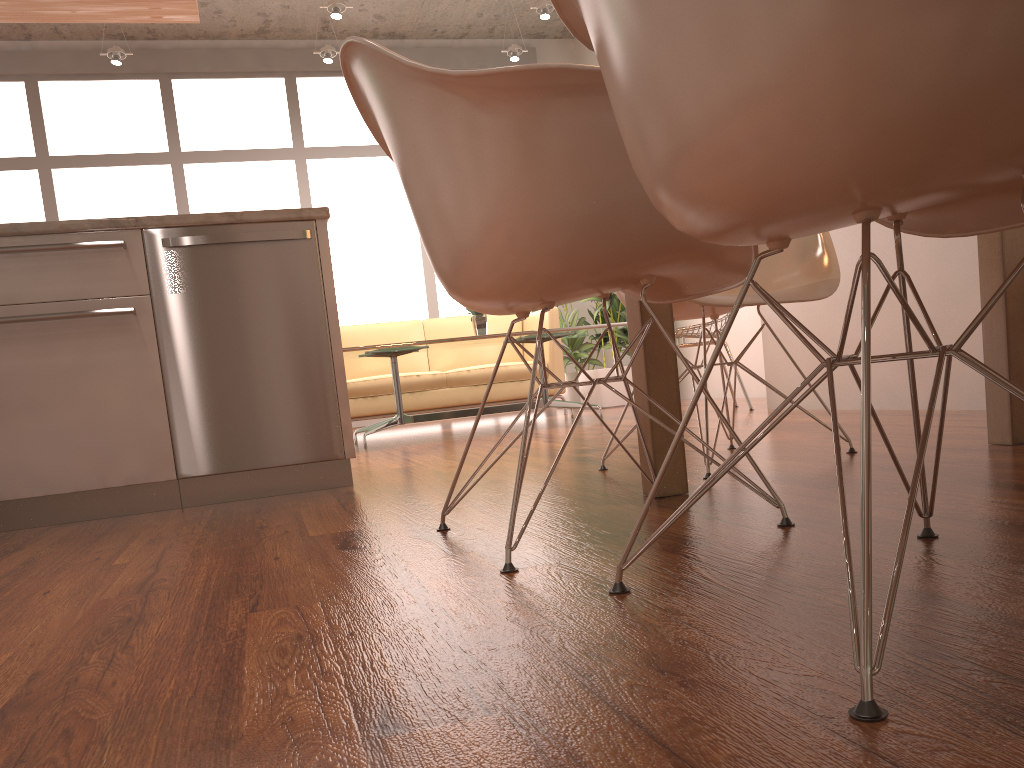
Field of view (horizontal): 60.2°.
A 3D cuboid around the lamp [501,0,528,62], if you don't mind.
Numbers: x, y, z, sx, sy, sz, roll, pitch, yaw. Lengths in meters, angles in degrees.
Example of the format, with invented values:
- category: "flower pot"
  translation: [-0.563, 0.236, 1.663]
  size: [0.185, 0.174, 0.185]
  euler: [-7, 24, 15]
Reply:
- category: "lamp"
  translation: [0.004, -2.926, 7.298]
  size: [0.134, 0.487, 0.196]
  euler: [-1, 7, 42]

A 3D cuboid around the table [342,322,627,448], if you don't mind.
- category: "table"
  translation: [-0.235, 0.014, 5.451]
  size: [1.862, 0.564, 0.939]
  euler: [-6, 2, -15]

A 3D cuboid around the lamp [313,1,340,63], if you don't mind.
- category: "lamp"
  translation: [-1.461, -2.768, 6.908]
  size: [0.134, 0.487, 0.196]
  euler: [-1, 7, 42]

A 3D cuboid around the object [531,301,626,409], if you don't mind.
- category: "object"
  translation: [0.563, -0.854, 7.694]
  size: [1.081, 2.123, 0.958]
  euler: [-6, 5, 3]

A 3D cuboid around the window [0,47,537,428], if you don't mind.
- category: "window"
  translation: [-3.712, -1.017, 7.220]
  size: [8.520, 3.309, 0.062]
  euler: [-6, 5, -15]

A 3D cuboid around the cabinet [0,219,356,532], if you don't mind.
- category: "cabinet"
  translation: [-1.164, -0.742, 1.223]
  size: [1.905, 2.292, 4.240]
  euler: [-7, 2, -16]

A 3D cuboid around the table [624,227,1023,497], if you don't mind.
- category: "table"
  translation: [1.024, -0.235, 1.085]
  size: [1.021, 0.815, 2.071]
  euler: [-7, 1, -16]

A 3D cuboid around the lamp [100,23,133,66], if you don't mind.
- category: "lamp"
  translation: [-2.944, -2.609, 6.514]
  size: [0.134, 0.487, 0.196]
  euler: [-1, 7, 42]

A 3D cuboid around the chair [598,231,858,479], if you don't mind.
- category: "chair"
  translation: [0.529, -0.210, 2.481]
  size: [0.678, 0.868, 0.644]
  euler: [-8, 4, -30]

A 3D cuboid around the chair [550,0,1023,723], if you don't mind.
- category: "chair"
  translation: [0.346, -0.186, 0.928]
  size: [0.638, 0.868, 0.684]
  euler: [-7, 4, -21]

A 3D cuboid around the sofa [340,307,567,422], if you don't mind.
- category: "sofa"
  translation: [-0.587, -0.092, 6.672]
  size: [1.793, 0.844, 0.877]
  euler: [-6, 3, -15]

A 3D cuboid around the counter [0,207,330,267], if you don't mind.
- category: "counter"
  translation: [-0.745, -1.189, 1.925]
  size: [3.201, 1.358, 3.064]
  euler: [-6, 1, -15]

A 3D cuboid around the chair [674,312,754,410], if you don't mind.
- category: "chair"
  translation: [1.044, -0.292, 4.887]
  size: [0.561, 0.908, 0.538]
  euler: [-6, 4, 5]

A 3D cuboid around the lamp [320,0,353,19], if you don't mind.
- category: "lamp"
  translation: [-1.238, -2.790, 6.119]
  size: [0.134, 0.487, 0.196]
  euler: [-1, 7, 42]

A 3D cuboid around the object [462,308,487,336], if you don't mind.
- category: "object"
  translation: [-0.208, -0.571, 5.389]
  size: [0.296, 0.594, 0.370]
  euler: [-8, 4, -21]

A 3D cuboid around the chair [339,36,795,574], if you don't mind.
- category: "chair"
  translation: [0.066, -0.158, 1.586]
  size: [0.638, 0.868, 0.684]
  euler: [-7, 4, -21]

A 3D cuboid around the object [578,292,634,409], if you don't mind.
- category: "object"
  translation: [0.761, -0.873, 7.047]
  size: [0.966, 2.123, 1.072]
  euler: [-6, 4, -2]

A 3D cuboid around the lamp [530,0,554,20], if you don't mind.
- category: "lamp"
  translation: [0.226, -2.947, 6.509]
  size: [0.134, 0.487, 0.196]
  euler: [-1, 7, 42]
